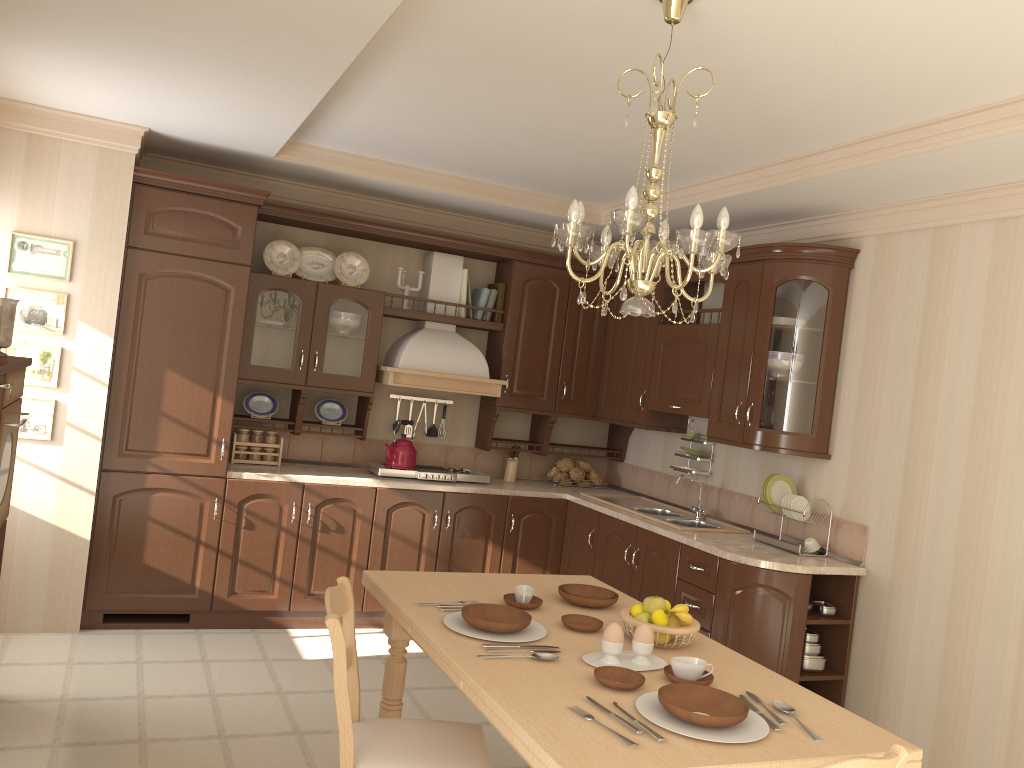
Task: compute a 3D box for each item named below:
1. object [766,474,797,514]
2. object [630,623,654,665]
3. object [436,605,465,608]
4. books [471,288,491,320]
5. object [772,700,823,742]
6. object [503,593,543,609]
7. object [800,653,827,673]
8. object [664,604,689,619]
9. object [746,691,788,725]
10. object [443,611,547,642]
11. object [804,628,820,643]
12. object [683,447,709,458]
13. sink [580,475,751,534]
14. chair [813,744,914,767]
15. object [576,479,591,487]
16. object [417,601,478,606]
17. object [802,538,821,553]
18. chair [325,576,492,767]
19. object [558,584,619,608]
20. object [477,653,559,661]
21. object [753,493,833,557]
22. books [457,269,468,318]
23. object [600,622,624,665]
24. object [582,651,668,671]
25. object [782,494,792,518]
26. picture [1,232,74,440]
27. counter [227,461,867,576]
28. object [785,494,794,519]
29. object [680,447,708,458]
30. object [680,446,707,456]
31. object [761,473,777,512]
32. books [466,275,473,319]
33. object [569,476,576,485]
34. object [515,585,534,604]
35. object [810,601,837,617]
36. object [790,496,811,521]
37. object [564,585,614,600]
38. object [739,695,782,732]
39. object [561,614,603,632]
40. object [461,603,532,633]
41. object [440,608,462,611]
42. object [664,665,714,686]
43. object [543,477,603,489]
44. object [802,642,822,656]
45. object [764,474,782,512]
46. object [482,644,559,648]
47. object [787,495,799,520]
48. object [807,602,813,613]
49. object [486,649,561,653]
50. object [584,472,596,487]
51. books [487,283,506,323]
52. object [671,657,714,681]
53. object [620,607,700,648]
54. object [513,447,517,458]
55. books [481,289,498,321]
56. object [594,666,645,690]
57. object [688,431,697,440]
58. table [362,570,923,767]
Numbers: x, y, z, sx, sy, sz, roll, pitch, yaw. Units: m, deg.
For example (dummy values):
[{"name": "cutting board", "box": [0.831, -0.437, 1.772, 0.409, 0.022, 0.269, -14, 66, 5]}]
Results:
[{"name": "object", "box": [1.341, 0.546, 4.409, 0.193, 0.188, 0.047, 7, 0, -23]}, {"name": "object", "box": [0.353, 0.696, 2.388, 0.058, 0.104, 0.058, 7, 0, 45]}, {"name": "object", "box": [-0.133, 0.686, 2.735, 0.212, 0.008, 0.018, 7, 0, -24]}, {"name": "books", "box": [-0.220, -0.506, 5.655, 0.086, 0.209, 0.205, 7, 0, -24]}, {"name": "object", "box": [0.663, 0.784, 2.070, 0.047, 0.011, 0.219, 7, 0, -8]}, {"name": "object", "box": [0.034, 0.697, 2.828, 0.126, 0.026, 0.127, 7, 0, 3]}, {"name": "object", "box": [1.350, 1.268, 4.106, 0.145, 0.077, 0.208, 7, 0, -12]}, {"name": "object", "box": [0.482, 0.675, 2.595, 0.066, 0.085, 0.184, 7, 0, 14]}, {"name": "object", "box": [0.611, 0.780, 2.141, 0.022, 0.004, 0.216, 7, 0, -8]}, {"name": "object", "box": [-0.048, 0.696, 2.543, 0.299, 0.009, 0.299, 7, 0, -25]}, {"name": "object", "box": [1.362, 1.162, 4.105, 0.084, 0.045, 0.120, 7, 0, -12]}, {"name": "object", "box": [1.064, 0.399, 5.177, 0.167, 0.051, 0.174, 7, 0, -24]}, {"name": "sink", "box": [0.846, 0.669, 5.069, 0.448, 0.348, 1.077, 7, 0, -24]}, {"name": "chair", "box": [0.468, 1.123, 1.922, 0.462, 0.846, 0.517, 7, 0, -31]}, {"name": "object", "box": [0.475, 0.661, 5.921, 0.103, 0.060, 0.105, 7, 0, -28]}, {"name": "object", "box": [-0.196, 0.681, 2.752, 0.218, 0.004, 0.028, 7, 0, -34]}, {"name": "object", "box": [1.434, 0.771, 4.234, 0.073, 0.072, 0.085, 7, 0, 31]}, {"name": "chair", "box": [-0.318, 1.026, 2.517, 0.517, 0.846, 0.462, 7, 0, -7]}, {"name": "object", "box": [0.253, 0.715, 2.967, 0.204, 0.042, 0.204, 7, 0, 15]}, {"name": "object", "box": [0.017, 0.705, 2.293, 0.219, 0.011, 0.047, 7, 0, -15]}, {"name": "object", "box": [1.365, 0.665, 4.317, 0.172, 0.275, 0.359, 7, 0, -23]}, {"name": "books", "box": [-0.328, -0.568, 5.603, 0.042, 0.305, 0.194, 7, 0, -24]}, {"name": "object", "box": [0.268, 0.686, 2.360, 0.058, 0.104, 0.058, 7, 0, 45]}, {"name": "object", "box": [0.302, 0.741, 2.369, 0.245, 0.005, 0.157, 7, 0, -27]}, {"name": "object", "box": [1.366, 0.598, 4.335, 0.123, 0.119, 0.034, 7, 0, -24]}, {"name": "picture", "box": [-2.283, -0.221, 4.208, 0.268, 0.964, 0.010, 7, 0, -24]}, {"name": "counter", "box": [-0.063, 0.648, 4.600, 2.603, 0.034, 2.422, 7, 0, -24]}, {"name": "object", "box": [1.374, 0.599, 4.315, 0.123, 0.119, 0.034, 7, 0, -22]}, {"name": "object", "box": [1.063, 0.402, 5.177, 0.167, 0.051, 0.174, 7, 0, -24]}, {"name": "object", "box": [1.065, 0.397, 5.177, 0.167, 0.051, 0.174, 7, 0, -24]}, {"name": "object", "box": [1.327, 0.544, 4.443, 0.193, 0.188, 0.047, 7, 0, -23]}, {"name": "books", "box": [-0.298, -0.546, 5.625, 0.068, 0.271, 0.194, 7, 0, -24]}, {"name": "object", "box": [0.430, 0.632, 5.957, 0.114, 0.094, 0.098, 7, 0, -43]}, {"name": "object", "box": [0.037, 0.681, 2.821, 0.063, 0.055, 0.119, 7, 0, 5]}, {"name": "object", "box": [1.441, 1.039, 4.104, 0.084, 0.045, 0.120, 7, 0, -12]}, {"name": "object", "box": [1.390, 0.601, 4.276, 0.123, 0.119, 0.034, 7, 0, -24]}, {"name": "object", "box": [0.255, 0.711, 2.966, 0.168, 0.034, 0.168, 7, 0, -13]}, {"name": "object", "box": [0.580, 0.775, 2.098, 0.023, 0.008, 0.221, 7, 0, -8]}, {"name": "object", "box": [0.209, 0.718, 2.650, 0.127, 0.026, 0.126, 7, 0, 31]}, {"name": "object", "box": [-0.047, 0.678, 2.544, 0.204, 0.042, 0.204, 7, 0, -24]}, {"name": "object", "box": [-0.115, 0.689, 2.702, 0.218, 0.008, 0.022, 7, 0, -21]}, {"name": "object", "box": [0.449, 0.749, 2.262, 0.126, 0.026, 0.127, 7, 0, -33]}, {"name": "object", "box": [0.409, 0.653, 5.918, 0.364, 0.060, 0.199, 7, 0, -24]}, {"name": "object", "box": [1.357, 1.209, 4.105, 0.106, 0.057, 0.152, 7, 0, -12]}, {"name": "object", "box": [1.334, 0.545, 4.426, 0.193, 0.188, 0.047, 7, 0, -23]}, {"name": "object", "box": [0.024, 0.707, 2.390, 0.221, 0.008, 0.023, 7, 0, -18]}, {"name": "object", "box": [1.382, 0.600, 4.296, 0.123, 0.119, 0.034, 7, 0, -24]}, {"name": "object", "box": [1.325, 1.026, 4.100, 0.084, 0.045, 0.120, 7, 0, -37]}, {"name": "object", "box": [0.033, 0.710, 2.355, 0.216, 0.004, 0.022, 7, 0, -18]}, {"name": "object", "box": [0.517, 0.641, 5.985, 0.091, 0.100, 0.125, 7, 0, -28]}, {"name": "books", "box": [-0.108, -0.515, 5.695, 0.052, 0.254, 0.205, 7, 0, -24]}, {"name": "object", "box": [0.459, 0.734, 2.264, 0.119, 0.055, 0.063, 7, 0, -10]}, {"name": "object", "box": [0.432, 0.722, 2.612, 0.235, 0.068, 0.235, 7, 0, 24]}, {"name": "object", "box": [0.011, 0.496, 5.852, 0.016, 0.158, 0.051, 7, 0, 29]}, {"name": "books", "box": [-0.170, -0.499, 5.667, 0.080, 0.209, 0.205, 7, 0, -24]}, {"name": "object", "box": [0.263, 0.727, 2.179, 0.126, 0.026, 0.127, 7, 0, -33]}, {"name": "object", "box": [1.075, 0.306, 5.270, 0.044, 0.051, 0.049, 7, 0, 35]}, {"name": "table", "box": [0.159, 1.116, 2.531, 0.900, 0.774, 1.567, 7, 0, -24]}]
